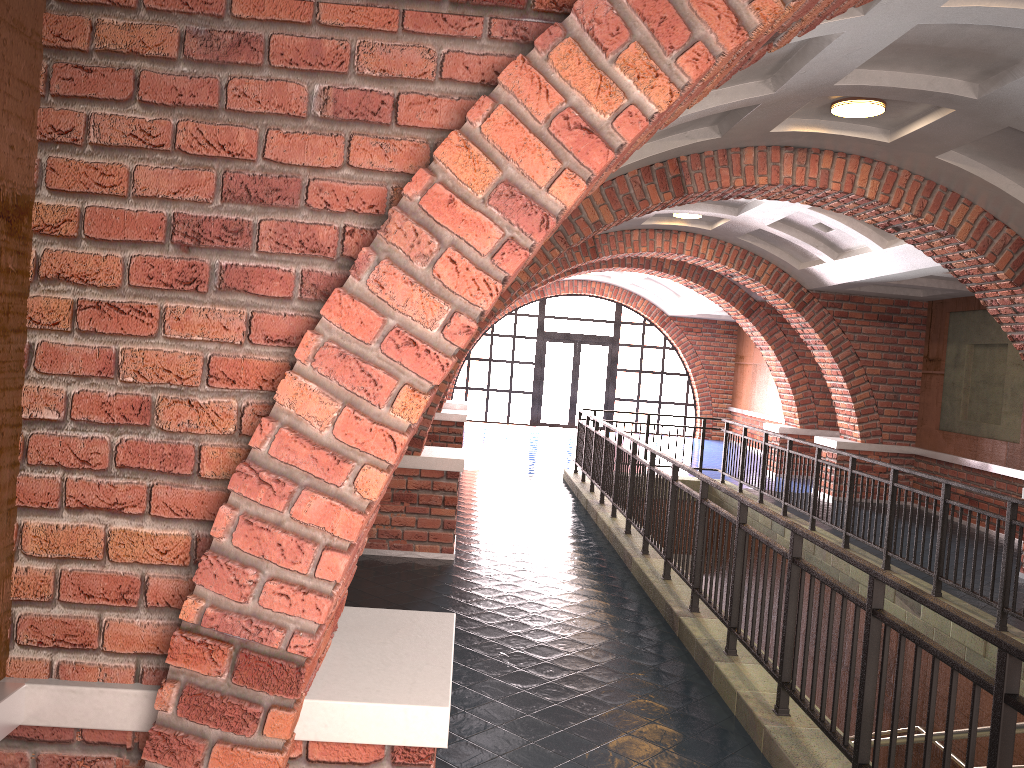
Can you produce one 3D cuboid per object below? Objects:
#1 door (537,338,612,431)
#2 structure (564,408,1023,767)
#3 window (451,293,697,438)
[{"bbox_3d":[1.580,0.012,22.387,1.754,2.236,0.040,4,2,-3],"label":"door"},{"bbox_3d":[2.097,3.460,7.971,2.464,5.665,11.177,4,2,-3],"label":"structure"},{"bbox_3d":[1.676,-0.550,22.365,6.353,3.471,0.100,4,2,-3],"label":"window"}]
